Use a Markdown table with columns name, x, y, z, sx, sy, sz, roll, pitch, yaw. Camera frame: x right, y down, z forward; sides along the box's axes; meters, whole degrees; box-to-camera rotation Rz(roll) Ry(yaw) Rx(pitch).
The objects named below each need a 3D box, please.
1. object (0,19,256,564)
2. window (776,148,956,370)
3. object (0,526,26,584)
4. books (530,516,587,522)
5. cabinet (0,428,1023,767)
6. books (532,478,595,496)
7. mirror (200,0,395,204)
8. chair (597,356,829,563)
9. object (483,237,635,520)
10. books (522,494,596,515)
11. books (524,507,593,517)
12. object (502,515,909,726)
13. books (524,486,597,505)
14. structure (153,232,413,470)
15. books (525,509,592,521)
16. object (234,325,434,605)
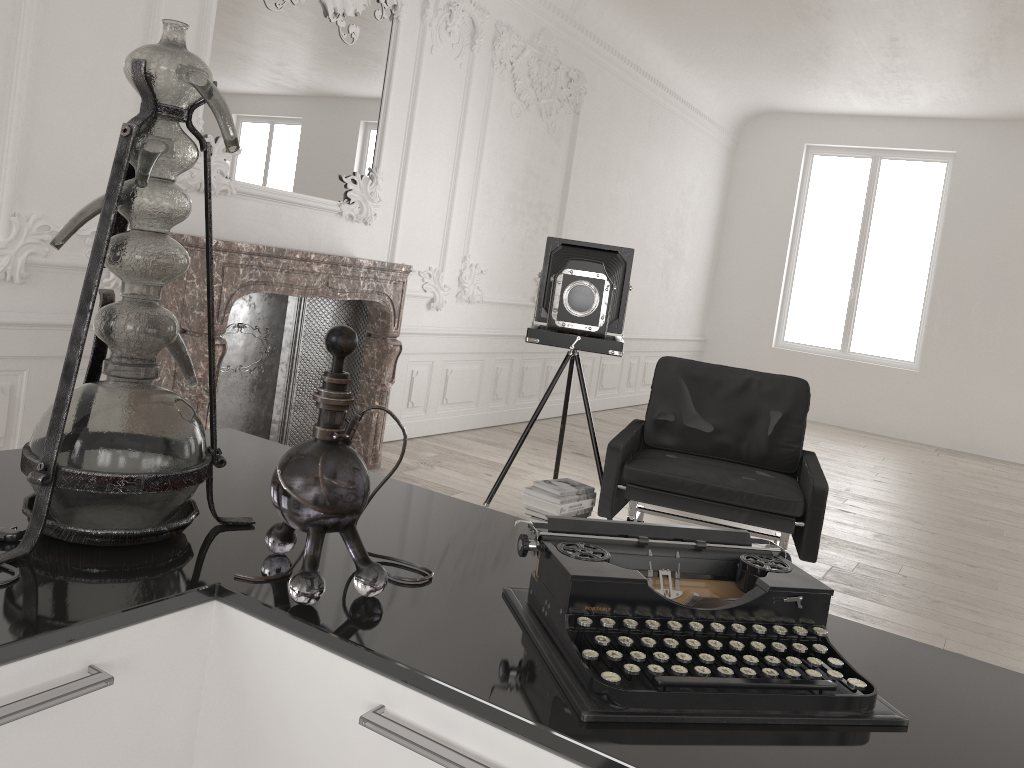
| name | x | y | z | sx | sy | sz | roll | pitch | yaw |
| --- | --- | --- | --- | --- | --- | --- | --- | --- | --- |
| object | -0.439 | -0.131 | 1.137 | 0.293 | 0.648 | 0.321 | 7 | 4 | -17 |
| window | 4.336 | -1.597 | 10.959 | 1.736 | 2.569 | 0.070 | 11 | 3 | 30 |
| object | -0.611 | 0.183 | 0.887 | 0.124 | 0.045 | 0.376 | 11 | 7 | 18 |
| books | 0.216 | 0.616 | 4.048 | 0.199 | 0.025 | 0.278 | 11 | 7 | 18 |
| cabinet | -0.118 | 0.824 | 0.112 | 2.724 | 0.878 | 2.461 | 12 | 8 | 30 |
| books | 0.237 | 0.473 | 4.061 | 0.242 | 0.022 | 0.174 | 1 | 10 | -45 |
| mirror | -1.157 | -1.794 | 4.981 | 0.009 | 1.564 | 1.434 | 10 | 5 | 30 |
| chair | 1.017 | 0.409 | 4.401 | 0.977 | 0.959 | 1.090 | 10 | 5 | 15 |
| object | 0.326 | -0.044 | 4.945 | 0.712 | 1.516 | 0.657 | 9 | 3 | 5 |
| books | 0.216 | 0.531 | 4.032 | 0.200 | 0.041 | 0.310 | 13 | 9 | 36 |
| books | 0.215 | 0.563 | 4.049 | 0.200 | 0.025 | 0.280 | 13 | 9 | 35 |
| object | 0.200 | 0.254 | 1.016 | 0.382 | 0.110 | 0.319 | 7 | 7 | -15 |
| books | 0.222 | 0.498 | 4.042 | 0.207 | 0.026 | 0.289 | 14 | 9 | 37 |
| structure | -1.316 | -0.128 | 4.850 | 0.663 | 1.241 | 1.544 | 10 | 6 | 30 |
| books | 0.215 | 0.588 | 4.052 | 0.200 | 0.025 | 0.274 | 13 | 8 | 31 |
| object | -0.211 | 0.082 | 1.092 | 0.205 | 0.310 | 0.222 | 11 | 5 | 28 |
